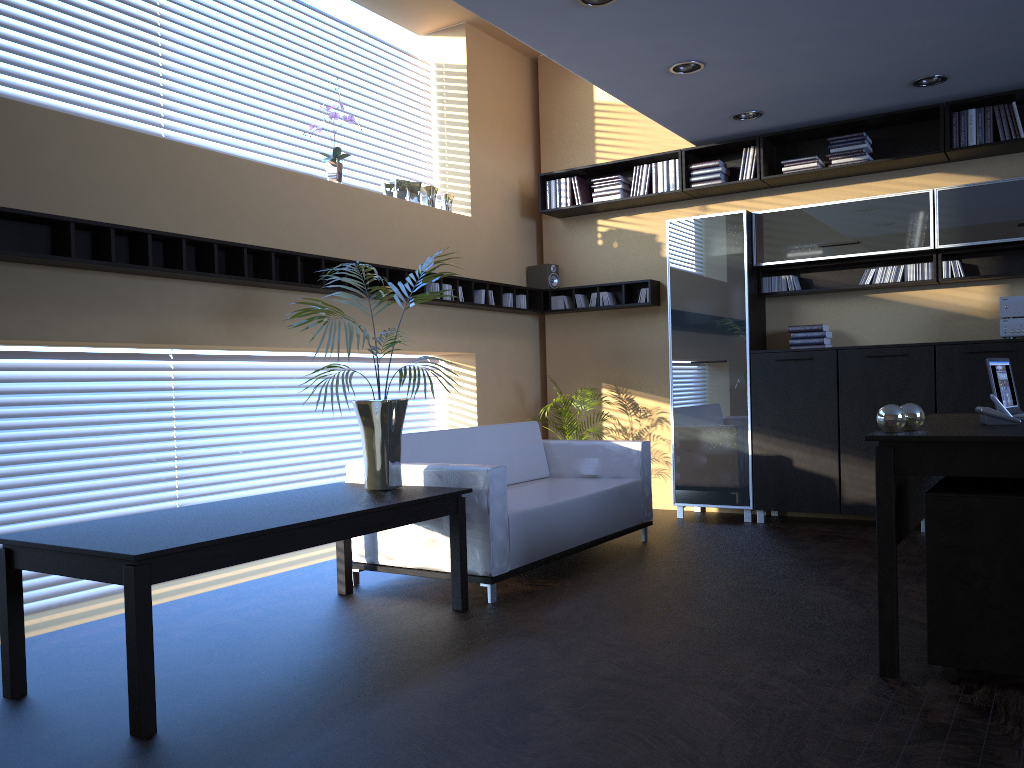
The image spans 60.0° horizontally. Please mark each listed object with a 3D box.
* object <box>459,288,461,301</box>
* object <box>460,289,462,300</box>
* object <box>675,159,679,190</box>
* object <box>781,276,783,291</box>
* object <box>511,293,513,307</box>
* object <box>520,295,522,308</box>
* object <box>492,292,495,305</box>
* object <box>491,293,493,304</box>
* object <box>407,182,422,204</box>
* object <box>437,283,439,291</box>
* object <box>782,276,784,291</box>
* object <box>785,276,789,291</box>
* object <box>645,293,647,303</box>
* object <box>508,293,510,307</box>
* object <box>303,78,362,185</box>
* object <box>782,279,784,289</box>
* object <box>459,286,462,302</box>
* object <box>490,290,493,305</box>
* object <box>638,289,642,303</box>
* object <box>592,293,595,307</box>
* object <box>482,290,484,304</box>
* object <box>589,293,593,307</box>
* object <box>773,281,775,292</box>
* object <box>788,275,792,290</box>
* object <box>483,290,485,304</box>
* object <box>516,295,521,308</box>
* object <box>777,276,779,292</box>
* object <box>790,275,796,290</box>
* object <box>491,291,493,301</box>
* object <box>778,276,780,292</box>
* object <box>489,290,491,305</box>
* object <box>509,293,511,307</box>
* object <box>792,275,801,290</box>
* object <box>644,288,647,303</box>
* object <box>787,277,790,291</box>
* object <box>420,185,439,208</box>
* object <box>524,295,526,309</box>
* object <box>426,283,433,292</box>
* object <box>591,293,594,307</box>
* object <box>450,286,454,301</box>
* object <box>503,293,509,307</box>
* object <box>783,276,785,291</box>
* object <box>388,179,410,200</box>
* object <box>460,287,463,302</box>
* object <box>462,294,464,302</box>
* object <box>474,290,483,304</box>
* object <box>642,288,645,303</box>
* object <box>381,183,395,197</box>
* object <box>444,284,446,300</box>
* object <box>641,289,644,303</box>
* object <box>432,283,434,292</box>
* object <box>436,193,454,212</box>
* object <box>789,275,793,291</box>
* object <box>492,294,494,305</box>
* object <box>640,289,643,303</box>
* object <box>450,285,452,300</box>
[{"bbox_3d":[-0.469,-0.706,6.999,0.142,0.120,0.030,-1,1,32],"label":"object"},{"bbox_3d":[-0.461,-0.706,7.019,0.140,0.118,0.026,-1,1,32],"label":"object"},{"bbox_3d":[1.403,-1.700,7.290,0.050,0.258,0.207,-1,1,32],"label":"object"},{"bbox_3d":[2.136,-0.782,6.959,0.009,0.120,0.142,-1,1,32],"label":"object"},{"bbox_3d":[-0.055,-0.716,7.659,0.142,0.120,0.009,-1,1,32],"label":"object"},{"bbox_3d":[0.023,-0.718,7.787,0.142,0.120,0.009,-1,1,32],"label":"object"},{"bbox_3d":[-0.216,-0.711,7.406,0.142,0.118,0.040,-1,1,32],"label":"object"},{"bbox_3d":[-0.228,-0.712,7.383,0.142,0.120,0.030,-1,1,32],"label":"object"},{"bbox_3d":[-0.767,-1.475,6.910,0.137,0.174,0.144,-2,1,-8],"label":"object"},{"bbox_3d":[-0.620,-0.702,6.768,0.142,0.120,0.009,-1,1,32],"label":"object"},{"bbox_3d":[2.144,-0.782,6.953,0.006,0.118,0.140,-1,1,32],"label":"object"},{"bbox_3d":[2.163,-0.783,6.946,0.009,0.120,0.142,-1,1,32],"label":"object"},{"bbox_3d":[1.166,-0.752,7.574,0.030,0.124,0.142,-1,1,32],"label":"object"},{"bbox_3d":[-0.086,-0.715,7.617,0.142,0.120,0.030,-1,1,32],"label":"object"},{"bbox_3d":[-1.226,-1.725,6.186,0.352,0.695,0.437,-1,1,12],"label":"object"},{"bbox_3d":[2.145,-0.782,6.955,0.009,0.120,0.142,-1,1,32],"label":"object"},{"bbox_3d":[-0.466,-0.706,7.009,0.142,0.120,0.030,-1,1,32],"label":"object"},{"bbox_3d":[-0.231,-0.712,7.373,0.142,0.120,0.030,-1,1,32],"label":"object"},{"bbox_3d":[1.127,-0.750,7.599,0.040,0.118,0.142,-1,1,32],"label":"object"},{"bbox_3d":[0.753,-0.739,7.834,0.030,0.120,0.142,-1,1,32],"label":"object"},{"bbox_3d":[-0.293,-0.710,7.286,0.142,0.120,0.030,-1,1,32],"label":"object"},{"bbox_3d":[0.731,-0.737,7.847,0.040,0.118,0.142,-1,1,32],"label":"object"},{"bbox_3d":[2.085,-0.780,6.993,0.009,0.120,0.142,-1,1,32],"label":"object"},{"bbox_3d":[2.188,-0.783,6.927,0.030,0.120,0.142,-1,1,32],"label":"object"},{"bbox_3d":[-0.289,-0.710,7.296,0.140,0.118,0.026,-1,1,32],"label":"object"},{"bbox_3d":[0.014,-0.717,7.764,0.142,0.118,0.040,-1,1,32],"label":"object"},{"bbox_3d":[2.112,-0.781,6.979,0.009,0.120,0.142,-1,1,32],"label":"object"},{"bbox_3d":[2.204,-0.783,6.914,0.030,0.120,0.142,-1,1,32],"label":"object"},{"bbox_3d":[-0.223,-0.712,7.393,0.142,0.120,0.030,-1,1,32],"label":"object"},{"bbox_3d":[2.120,-0.781,6.972,0.009,0.120,0.142,-1,1,32],"label":"object"},{"bbox_3d":[-0.239,-0.711,7.366,0.142,0.120,0.030,-1,1,32],"label":"object"},{"bbox_3d":[-0.075,-0.716,7.622,0.140,0.118,0.026,-1,1,32],"label":"object"},{"bbox_3d":[2.218,-0.783,6.908,0.040,0.118,0.142,-1,1,32],"label":"object"},{"bbox_3d":[1.166,-0.752,7.574,0.030,0.120,0.142,-1,1,32],"label":"object"},{"bbox_3d":[2.179,-0.783,6.931,0.026,0.117,0.140,-1,1,32],"label":"object"},{"bbox_3d":[-0.669,-1.477,7.060,0.137,0.174,0.144,-1,1,22],"label":"object"},{"bbox_3d":[0.057,-0.719,7.826,0.142,0.120,0.009,-1,1,32],"label":"object"},{"bbox_3d":[-0.663,-0.700,6.693,0.142,0.118,0.040,-1,1,32],"label":"object"},{"bbox_3d":[0.744,-0.739,7.839,0.030,0.120,0.142,-1,1,32],"label":"object"},{"bbox_3d":[-0.522,-0.703,6.921,0.142,0.118,0.040,-1,1,32],"label":"object"},{"bbox_3d":[-0.093,-0.714,7.603,0.142,0.118,0.040,-1,1,32],"label":"object"},{"bbox_3d":[2.153,-0.782,6.948,0.009,0.120,0.142,-1,1,32],"label":"object"},{"bbox_3d":[-0.859,-1.466,6.757,0.133,0.160,0.126,-2,1,-38],"label":"object"},{"bbox_3d":[-0.452,-0.705,7.030,0.142,0.118,0.040,-1,1,32],"label":"object"},{"bbox_3d":[-0.451,-0.705,7.030,0.140,0.116,0.036,-1,1,32],"label":"object"},{"bbox_3d":[-0.304,-0.709,7.263,0.142,0.118,0.040,-1,1,32],"label":"object"},{"bbox_3d":[1.157,-0.751,7.579,0.030,0.120,0.142,-1,1,32],"label":"object"},{"bbox_3d":[-0.928,-1.441,6.647,0.089,0.113,0.094,-2,1,-23],"label":"object"},{"bbox_3d":[-0.569,-0.703,6.838,0.142,0.120,0.009,-1,1,32],"label":"object"},{"bbox_3d":[1.148,-0.751,7.585,0.030,0.120,0.142,-1,1,32],"label":"object"},{"bbox_3d":[-0.649,-0.701,6.713,0.142,0.120,0.009,-1,1,32],"label":"object"},{"bbox_3d":[-0.547,-1.468,7.253,0.117,0.149,0.124,-1,1,32],"label":"object"},{"bbox_3d":[2.199,-0.783,6.925,0.030,0.120,0.142,-1,1,32],"label":"object"},{"bbox_3d":[-0.219,-0.712,7.391,0.140,0.118,0.026,-1,1,32],"label":"object"},{"bbox_3d":[1.139,-0.751,7.590,0.030,0.120,0.142,-1,1,32],"label":"object"},{"bbox_3d":[-0.524,-0.703,6.922,0.142,0.122,0.041,-1,1,32],"label":"object"}]
